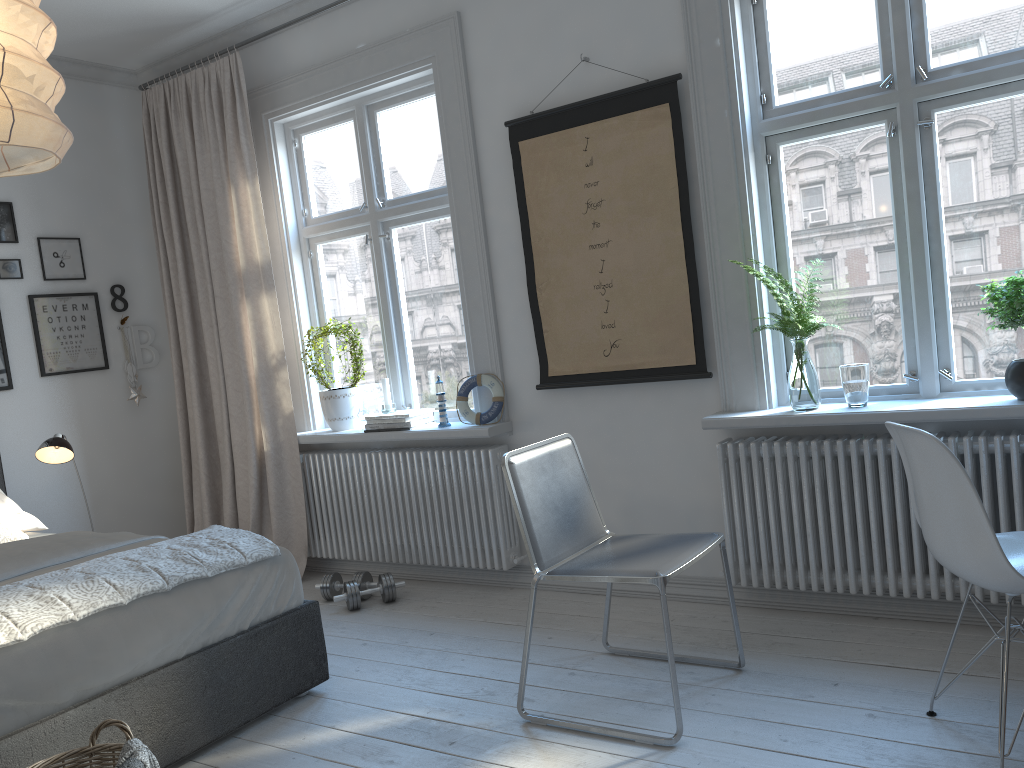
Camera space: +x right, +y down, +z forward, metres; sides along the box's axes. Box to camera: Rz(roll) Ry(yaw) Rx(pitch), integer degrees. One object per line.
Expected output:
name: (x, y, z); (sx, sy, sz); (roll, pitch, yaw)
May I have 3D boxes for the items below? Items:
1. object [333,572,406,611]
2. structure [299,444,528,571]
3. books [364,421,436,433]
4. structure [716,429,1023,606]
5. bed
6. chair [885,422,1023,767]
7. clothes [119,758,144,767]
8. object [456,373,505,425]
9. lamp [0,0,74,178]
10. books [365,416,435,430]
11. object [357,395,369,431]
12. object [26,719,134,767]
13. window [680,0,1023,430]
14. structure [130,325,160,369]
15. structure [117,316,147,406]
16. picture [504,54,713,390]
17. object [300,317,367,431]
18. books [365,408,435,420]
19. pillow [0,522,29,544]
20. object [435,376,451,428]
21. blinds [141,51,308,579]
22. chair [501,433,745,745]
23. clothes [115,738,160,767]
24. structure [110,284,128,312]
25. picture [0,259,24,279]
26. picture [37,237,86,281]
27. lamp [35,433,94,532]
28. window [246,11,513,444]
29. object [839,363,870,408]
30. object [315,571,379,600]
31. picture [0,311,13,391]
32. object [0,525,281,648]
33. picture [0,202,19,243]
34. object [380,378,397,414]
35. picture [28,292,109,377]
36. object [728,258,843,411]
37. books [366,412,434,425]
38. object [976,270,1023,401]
object: (-0.642, 0.936, 4.004); (0.328, 0.129, 0.129); (-8, 5, -21)
structure: (-0.584, 0.586, 4.356); (1.506, 0.548, 0.195); (-4, 5, 34)
books: (-0.532, 0.205, 4.239); (0.272, 0.013, 0.219); (-5, 4, 31)
structure: (1.420, 0.434, 2.989); (1.506, 0.548, 0.195); (-4, 5, 34)
bed: (-2.007, 0.702, 2.952); (2.177, 1.048, 1.884); (-4, 5, 34)
chair: (1.257, 0.472, 2.192); (0.554, 0.825, 0.474); (-7, 5, -1)
clothes: (-0.929, 0.989, 1.961); (0.298, 0.270, 0.245); (-4, 5, 35)
object: (-0.142, 0.069, 3.952); (0.236, 0.228, 0.079); (-5, 5, 20)
lamp: (-1.062, -1.019, 1.586); (0.338, 1.233, 0.340); (-9, 5, -24)
books: (-0.538, 0.186, 4.256); (0.262, 0.025, 0.207); (-5, 4, 27)
object: (-0.734, 0.143, 4.386); (0.059, 0.165, 0.196); (-7, 4, -6)
object: (-0.976, 0.996, 1.995); (0.319, 0.351, 0.319); (-9, 5, -24)
window: (-0.213, -3.473, 19.358); (25.657, 15.043, 26.492); (-4, 5, 34)
structure: (-2.058, -0.209, 4.983); (0.024, 0.239, 0.146); (-4, 6, 34)
structure: (-2.101, -0.128, 4.866); (0.078, 0.515, 0.134); (-5, 5, 22)
picture: (0.360, -0.649, 3.544); (0.793, 1.315, 0.057); (-4, 6, 34)
object: (-0.886, -0.053, 4.500); (0.385, 0.575, 0.216); (-6, 5, 15)
books: (-0.535, 0.144, 4.239); (0.269, 0.015, 0.202); (-5, 4, 31)
pillow: (-2.356, 0.615, 3.210); (0.416, 0.226, 1.144); (-5, 4, 27)
object: (-0.323, 0.079, 4.057); (0.060, 0.235, 0.059); (-8, 5, -14)
blinds: (-1.531, -0.271, 4.562); (0.831, 2.651, 0.224); (-4, 6, 34)
chair: (0.338, 0.563, 2.704); (0.525, 0.799, 0.561); (-4, 5, 34)
clothes: (-0.941, 1.001, 2.007); (0.283, 0.289, 0.234); (-8, 5, -17)
structure: (-2.155, -0.470, 4.858); (0.014, 0.151, 0.096); (-4, 6, 34)
picture: (-2.488, -0.569, 4.391); (0.010, 0.098, 0.119); (-4, 5, 34)
picture: (-2.341, -0.651, 4.614); (0.010, 0.221, 0.225); (-4, 5, 34)
lamp: (-2.021, 0.672, 4.327); (0.450, 0.938, 0.799); (-6, 5, 17)
window: (-2.448, -0.781, 7.549); (7.983, 7.020, 11.942); (-4, 5, 34)
object: (1.191, 0.006, 3.071); (0.097, 0.146, 0.097); (-3, 6, 40)
object: (-0.771, 0.943, 4.143); (0.329, 0.129, 0.129); (-6, 4, 19)
picture: (-2.536, -0.214, 4.281); (0.020, 0.505, 0.165); (-4, 6, 34)
object: (-1.320, 0.613, 2.467); (0.405, 0.104, 1.457); (-4, 5, 34)
picture: (-2.515, -0.797, 4.372); (0.011, 0.202, 0.128); (-4, 6, 34)
object: (-0.603, 0.055, 4.276); (0.074, 0.173, 0.074); (-8, 5, -11)
picture: (-2.305, -0.264, 4.625); (0.021, 0.415, 0.364); (-4, 5, 34)
object: (1.012, -0.189, 3.153); (0.414, 0.565, 0.304); (-9, 5, -22)
books: (-0.537, 0.163, 4.243); (0.254, 0.022, 0.207); (-4, 5, 35)
object: (1.618, -0.157, 2.759); (0.271, 0.407, 0.309); (-7, 4, -6)
